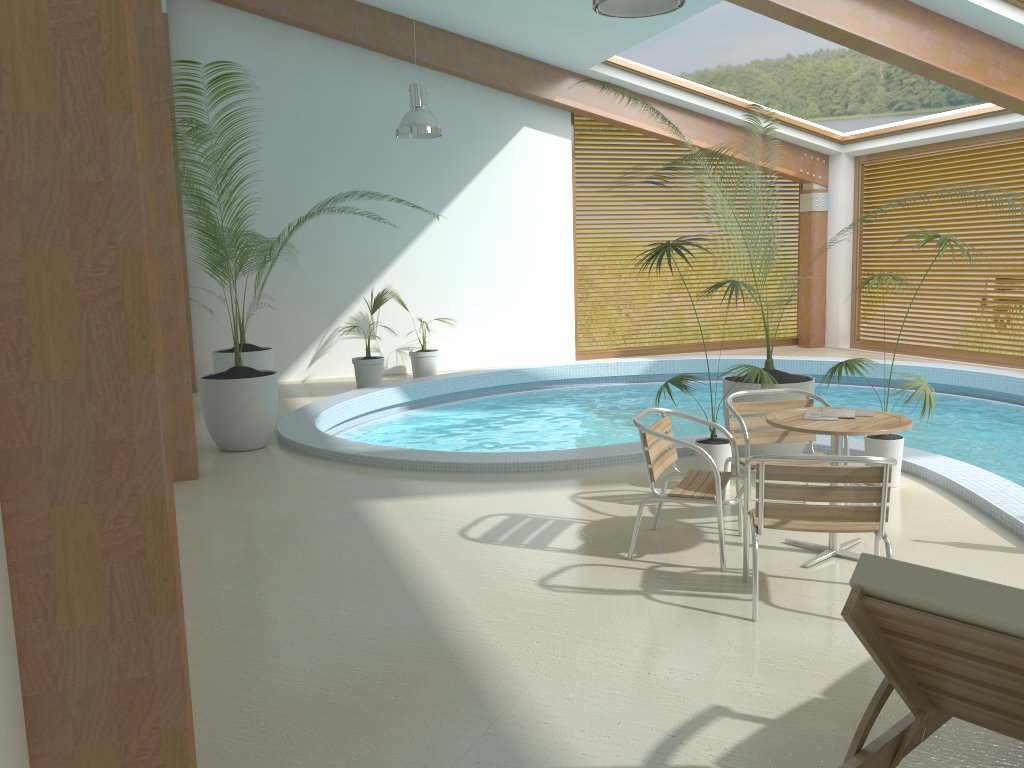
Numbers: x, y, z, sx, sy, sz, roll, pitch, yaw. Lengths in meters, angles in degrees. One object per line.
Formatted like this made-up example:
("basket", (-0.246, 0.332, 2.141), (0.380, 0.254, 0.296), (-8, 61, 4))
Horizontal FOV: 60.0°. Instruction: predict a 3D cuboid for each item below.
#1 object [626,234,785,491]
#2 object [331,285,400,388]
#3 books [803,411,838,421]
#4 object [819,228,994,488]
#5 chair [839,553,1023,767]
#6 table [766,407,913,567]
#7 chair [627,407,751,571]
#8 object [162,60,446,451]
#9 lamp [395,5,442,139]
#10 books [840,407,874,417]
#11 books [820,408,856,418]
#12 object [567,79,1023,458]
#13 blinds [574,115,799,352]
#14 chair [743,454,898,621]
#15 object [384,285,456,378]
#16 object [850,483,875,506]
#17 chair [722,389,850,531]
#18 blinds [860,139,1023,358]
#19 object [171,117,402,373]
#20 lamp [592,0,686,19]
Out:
("object", (1.268, -0.124, 5.815), (1.059, 1.695, 0.791), (1, 8, 16))
("object", (-1.776, -0.620, 11.341), (0.822, 1.310, 1.067), (1, 9, 20))
("books", (1.602, 0.164, 4.590), (0.166, 0.004, 0.241), (2, 9, 22))
("object", (2.563, -0.167, 5.854), (0.791, 1.695, 1.059), (-7, 9, -32))
("chair", (1.621, 0.766, 2.377), (1.903, 0.866, 0.861), (-9, 11, -41))
("table", (1.668, 0.531, 4.568), (0.700, 0.720, 0.700), (-2, 8, 0))
("chair", (0.955, 0.519, 4.728), (0.563, 0.727, 0.618), (2, 9, 23))
("object", (-2.370, -0.940, 7.781), (2.979, 2.960, 2.729), (4, 10, 36))
("lamp", (-1.033, -3.645, 9.430), (0.506, 1.958, 0.505), (-4, 8, -19))
("books", (1.812, 0.148, 4.663), (0.166, 0.004, 0.241), (2, 9, 22))
("books", (1.702, 0.152, 4.624), (0.166, 0.004, 0.241), (2, 9, 22))
("object", (1.963, -0.855, 6.290), (2.979, 2.960, 2.729), (-2, 8, -2))
("blinds", (2.778, -2.558, 14.266), (4.500, 4.025, 0.099), (-4, 8, -19))
("chair", (1.359, 0.616, 3.958), (0.618, 0.727, 0.563), (0, 8, 13))
("object", (-1.211, -0.727, 11.991), (1.067, 1.310, 0.822), (-3, 8, -7))
("object", (2.046, 0.682, 5.204), (0.081, 0.223, 0.272), (-2, 8, 1))
("chair", (1.599, 0.430, 5.234), (0.618, 0.727, 0.563), (-3, 8, -7))
("blinds", (6.306, -1.817, 12.296), (0.095, 2.921, 4.200), (-4, 8, -19))
("object", (-2.986, -1.244, 10.070), (2.729, 2.960, 2.979), (-8, 10, -38))
("lamp", (0.663, -3.029, 4.696), (0.506, 1.958, 0.505), (-4, 8, -19))
